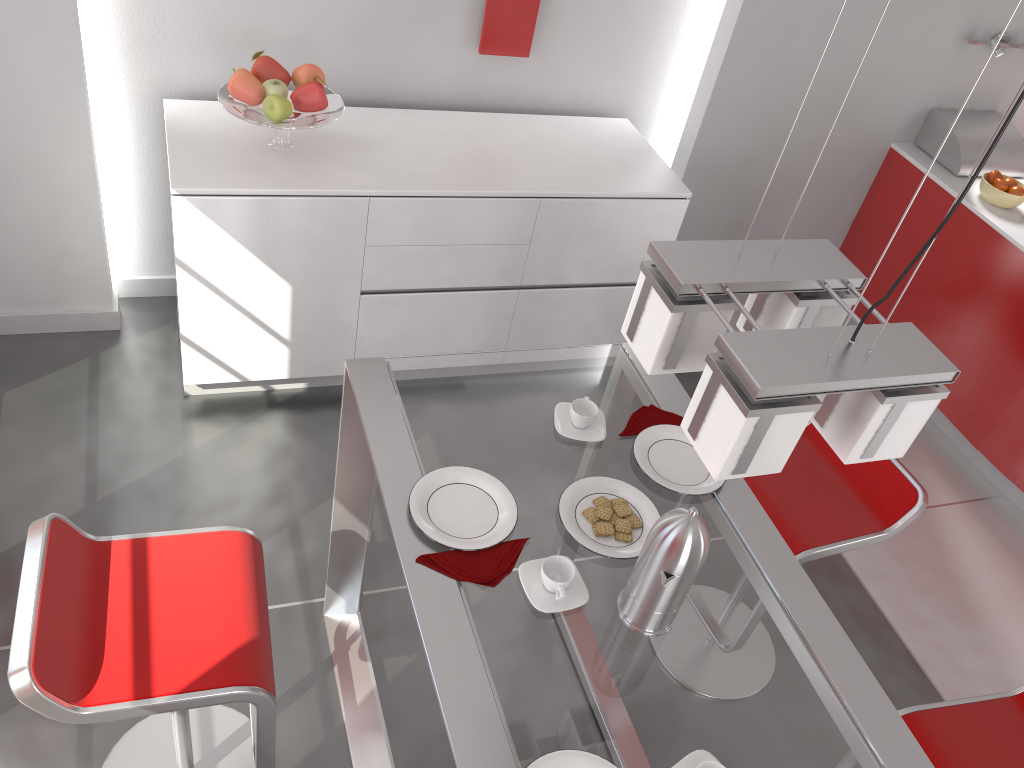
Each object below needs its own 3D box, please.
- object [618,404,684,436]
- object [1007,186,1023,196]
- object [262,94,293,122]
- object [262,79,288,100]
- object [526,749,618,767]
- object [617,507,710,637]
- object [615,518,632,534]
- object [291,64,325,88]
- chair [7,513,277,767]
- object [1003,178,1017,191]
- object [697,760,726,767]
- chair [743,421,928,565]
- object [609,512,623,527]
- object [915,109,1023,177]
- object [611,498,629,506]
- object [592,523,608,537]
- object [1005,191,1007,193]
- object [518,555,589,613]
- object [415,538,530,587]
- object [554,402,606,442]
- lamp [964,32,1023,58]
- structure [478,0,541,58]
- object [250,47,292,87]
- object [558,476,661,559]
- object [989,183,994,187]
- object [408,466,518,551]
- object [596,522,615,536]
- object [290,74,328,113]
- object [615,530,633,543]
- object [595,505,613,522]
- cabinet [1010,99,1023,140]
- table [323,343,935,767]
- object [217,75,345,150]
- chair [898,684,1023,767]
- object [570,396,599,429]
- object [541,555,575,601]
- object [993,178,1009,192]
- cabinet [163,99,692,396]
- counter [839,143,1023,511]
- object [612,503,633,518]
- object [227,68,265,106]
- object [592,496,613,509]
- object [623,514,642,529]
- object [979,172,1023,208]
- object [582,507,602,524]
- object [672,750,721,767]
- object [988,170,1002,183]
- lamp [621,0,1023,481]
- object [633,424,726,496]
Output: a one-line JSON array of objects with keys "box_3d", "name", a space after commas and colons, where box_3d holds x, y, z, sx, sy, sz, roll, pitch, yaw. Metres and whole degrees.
[{"box_3d": [0.334, 0.079, 2.062, 0.234, 0.012, 0.095, -4, 43, -21], "name": "object"}, {"box_3d": [2.102, -0.801, 3.695, 0.062, 0.049, 0.066, 1, 41, -15], "name": "object"}, {"box_3d": [-0.725, -0.864, 2.768, 0.083, 0.086, 0.100, 29, 42, 17], "name": "object"}, {"box_3d": [-0.768, -0.939, 2.866, 0.084, 0.079, 0.086, 15, 40, 1], "name": "object"}, {"box_3d": [0.099, 0.651, 1.320, 0.217, 0.015, 0.217, 12, 40, -2], "name": "object"}, {"box_3d": [0.272, 0.302, 1.567, 0.113, 0.287, 0.149, 1, 41, -15], "name": "object"}, {"box_3d": [0.224, 0.284, 1.779, 0.034, 0.006, 0.036, 12, 40, -3], "name": "object"}, {"box_3d": [-0.678, -1.016, 2.940, 0.097, 0.101, 0.121, -22, 51, -35], "name": "object"}, {"box_3d": [-0.755, 0.679, 1.945, 0.460, 0.857, 0.418, -2, 42, -19], "name": "chair"}, {"box_3d": [2.100, -0.844, 3.746, 0.062, 0.049, 0.066, -7, 44, -23], "name": "object"}, {"box_3d": [0.305, 0.630, 1.368, 0.062, 0.049, 0.078, 11, 40, -3], "name": "object"}, {"box_3d": [0.736, 0.505, 2.586, 0.460, 0.857, 0.418, -8, 44, -24], "name": "chair"}, {"box_3d": [0.209, 0.275, 1.796, 0.034, 0.006, 0.036, 8, 40, -7], "name": "object"}, {"box_3d": [2.105, -1.086, 4.001, 0.400, 0.170, 0.300, -4, 43, -21], "name": "object"}, {"box_3d": [0.224, 0.250, 1.829, 0.034, 0.006, 0.036, -4, 43, -21], "name": "object"}, {"box_3d": [0.180, 0.291, 1.768, 0.036, 0.006, 0.034, -1, 42, -18], "name": "object"}, {"box_3d": [2.114, -0.799, 3.751, 0.059, 0.056, 0.065, -7, 44, -24], "name": "object"}, {"box_3d": [0.076, 0.372, 1.641, 0.119, 0.016, 0.119, -6, 44, -22], "name": "object"}, {"box_3d": [-0.056, 0.337, 1.645, 0.234, 0.012, 0.095, -5, 43, -22], "name": "object"}, {"box_3d": [0.153, 0.089, 1.996, 0.119, 0.016, 0.119, 9, 40, -6], "name": "object"}, {"box_3d": [2.138, -1.439, 3.800, 0.454, 0.081, 0.155, -4, 43, -21], "name": "lamp"}, {"box_3d": [-0.171, -1.788, 2.777, 0.820, 1.503, 0.040, -4, 43, -21], "name": "structure"}, {"box_3d": [-0.800, -1.022, 2.899, 0.150, 0.129, 0.117, 27, 41, 15], "name": "object"}, {"box_3d": [0.198, 0.271, 1.794, 0.217, 0.015, 0.217, 20, 40, 8], "name": "object"}, {"box_3d": [2.050, -0.829, 3.765, 0.066, 0.058, 0.055, 0, 42, -16], "name": "object"}, {"box_3d": [-0.096, 0.244, 1.740, 0.217, 0.015, 0.217, -25, 53, -37], "name": "object"}, {"box_3d": [0.186, 0.287, 1.765, 0.036, 0.006, 0.034, 4, 41, -12], "name": "object"}, {"box_3d": [-0.646, -0.934, 2.843, 0.117, 0.133, 0.097, -12, 46, -28], "name": "object"}, {"box_3d": [0.223, 0.301, 1.769, 0.036, 0.006, 0.034, 10, 40, -4], "name": "object"}, {"box_3d": [0.187, 0.261, 1.796, 0.034, 0.006, 0.036, 20, 40, 8], "name": "object"}, {"box_3d": [3.362, -1.527, 4.817, 2.398, 2.026, 0.614, -4, 43, -21], "name": "cabinet"}, {"box_3d": [0.160, 0.851, 1.899, 0.800, 1.000, 1.700, -4, 43, -21], "name": "table"}, {"box_3d": [-0.759, -0.863, 2.921, 0.398, 0.159, 0.398, 29, 42, 17], "name": "object"}, {"box_3d": [0.987, 1.057, 2.011, 0.460, 0.857, 0.418, -1, 42, -17], "name": "chair"}, {"box_3d": [0.155, 0.066, 1.986, 0.062, 0.049, 0.078, -4, 43, -21], "name": "object"}, {"box_3d": [0.078, 0.358, 1.620, 0.062, 0.049, 0.078, 22, 40, 10], "name": "object"}, {"box_3d": [2.048, -0.831, 3.715, 0.062, 0.052, 0.065, -16, 48, -31], "name": "object"}, {"box_3d": [-0.350, -0.515, 3.447, 1.802, 0.880, 0.610, -4, 43, -21], "name": "cabinet"}, {"box_3d": [2.857, 0.020, 3.755, 2.865, 0.880, 1.868, 18, 40, 5], "name": "counter"}, {"box_3d": [0.227, 0.257, 1.812, 0.036, 0.006, 0.034, -13, 47, -29], "name": "object"}, {"box_3d": [-0.841, -0.943, 2.814, 0.117, 0.105, 0.096, 15, 40, 1], "name": "object"}, {"box_3d": [0.187, 0.246, 1.823, 0.034, 0.006, 0.036, -17, 49, -32], "name": "object"}, {"box_3d": [0.245, 0.279, 1.801, 0.034, 0.006, 0.036, -5, 43, -21], "name": "object"}, {"box_3d": [2.061, -0.803, 3.734, 0.201, 0.086, 0.201, -3, 43, -20], "name": "object"}, {"box_3d": [0.163, 0.265, 1.794, 0.034, 0.006, 0.036, -21, 51, -35], "name": "object"}, {"box_3d": [0.301, 0.643, 1.389, 0.119, 0.016, 0.119, -20, 51, -34], "name": "object"}, {"box_3d": [2.047, -0.874, 3.759, 0.066, 0.058, 0.055, -16, 48, -31], "name": "object"}, {"box_3d": [0.440, -0.372, 0.925, 0.304, 1.025, 0.304, -4, 43, -21], "name": "lamp"}, {"box_3d": [0.371, 0.169, 1.964, 0.217, 0.015, 0.217, 20, 40, 7], "name": "object"}]
